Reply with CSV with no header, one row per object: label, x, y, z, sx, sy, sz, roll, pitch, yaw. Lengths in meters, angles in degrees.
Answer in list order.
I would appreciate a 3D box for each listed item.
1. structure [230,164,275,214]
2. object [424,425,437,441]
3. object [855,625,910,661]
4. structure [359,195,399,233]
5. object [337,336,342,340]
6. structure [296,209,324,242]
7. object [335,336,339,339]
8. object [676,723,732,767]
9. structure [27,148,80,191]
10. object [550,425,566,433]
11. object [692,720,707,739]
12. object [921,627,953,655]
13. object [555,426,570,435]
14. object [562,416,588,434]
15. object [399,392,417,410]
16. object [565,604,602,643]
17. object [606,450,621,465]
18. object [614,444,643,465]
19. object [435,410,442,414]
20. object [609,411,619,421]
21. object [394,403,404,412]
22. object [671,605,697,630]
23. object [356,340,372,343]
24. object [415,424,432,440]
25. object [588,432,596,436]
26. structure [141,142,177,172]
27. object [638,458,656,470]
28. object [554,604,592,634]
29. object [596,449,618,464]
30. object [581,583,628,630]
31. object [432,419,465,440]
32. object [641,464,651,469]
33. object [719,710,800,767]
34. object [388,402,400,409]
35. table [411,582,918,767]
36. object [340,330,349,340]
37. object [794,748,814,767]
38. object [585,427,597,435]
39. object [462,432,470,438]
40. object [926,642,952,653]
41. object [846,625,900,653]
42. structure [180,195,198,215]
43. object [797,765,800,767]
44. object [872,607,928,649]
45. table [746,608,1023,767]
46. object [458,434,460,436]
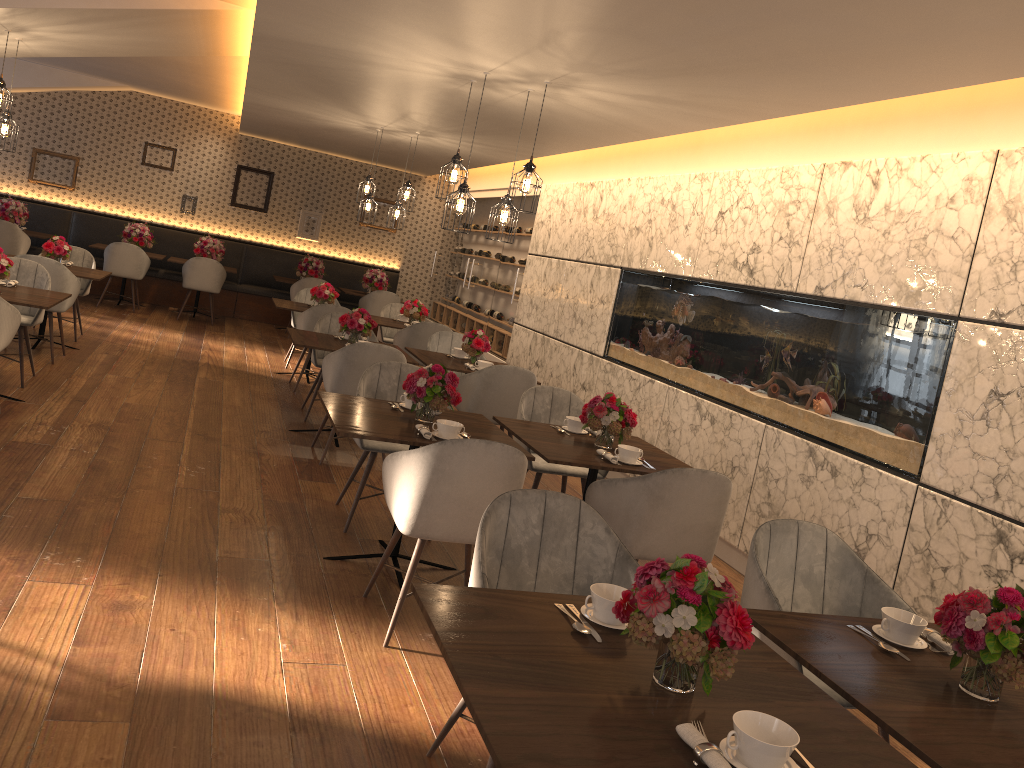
structure,-3.877,-2.911,13.227,0.542,0.630,0.035,10,5,-19
object,-0.370,0.221,4.000,0.025,0.024,0.194,10,8,-19
object,1.035,0.721,2.467,0.022,0.004,0.212,9,8,-19
structure,-2.055,-2.654,13.843,0.599,0.483,0.033,9,5,-19
object,-1.355,-0.361,6.961,0.022,0.004,0.212,9,8,-19
structure,-3.090,-2.421,13.542,0.339,0.438,0.035,10,5,-19
object,-1.389,-0.373,6.956,0.042,0.015,0.199,9,8,-23
object,0.358,0.677,1.620,0.056,0.039,0.177,9,8,-19
structure,-6.410,-3.000,12.389,0.599,0.483,0.033,9,5,-19
object,0.246,0.243,4.821,0.042,0.015,0.199,9,8,-23
object,0.386,0.687,1.641,0.025,0.024,0.194,10,8,-19
object,1.209,0.727,2.553,0.056,0.039,0.177,9,8,-19
object,0.280,0.255,4.826,0.022,0.004,0.212,9,8,-19
object,0.351,0.228,4.874,0.149,0.072,0.148,14,7,23
object,-0.505,0.092,4.578,0.149,0.072,0.148,14,7,23
object,0.178,0.586,2.172,0.022,0.004,0.212,9,8,-19
object,0.487,0.356,4.296,0.025,0.024,0.194,10,8,-19
object,0.569,0.347,4.311,0.149,0.072,0.148,14,7,23
object,-0.403,0.126,4.616,0.056,0.039,0.177,9,8,-19
object,0.504,0.157,4.505,0.048,0.052,0.077,7,8,-39
object,-0.577,0.119,4.531,0.022,0.004,0.212,9,8,-19
object,0.351,0.478,1.854,0.048,0.052,0.077,10,7,-14
object,-1.066,-0.269,6.445,0.148,0.072,0.149,6,9,-41
object,-0.397,0.211,3.979,0.056,0.039,0.177,9,8,-19
object,0.423,0.265,4.892,0.025,0.024,0.194,10,8,-19
structure,-5.093,-3.280,12.785,0.447,0.343,0.016,9,5,-19
object,0.662,0.388,4.367,0.042,0.015,0.199,9,8,-23
object,0.144,0.574,2.167,0.042,0.015,0.199,9,8,-23
object,0.459,0.346,4.275,0.056,0.039,0.177,9,8,-19
object,0.250,0.559,2.219,0.149,0.072,0.148,14,7,23
object,-0.288,0.211,4.015,0.149,0.072,0.148,14,7,23
object,0.626,0.387,4.363,0.022,0.004,0.212,9,8,-19
object,0.467,0.677,1.656,0.148,0.072,0.149,12,7,3
object,-0.611,0.107,4.526,0.042,0.015,0.199,9,8,-23
table,0.231,0.996,1.959,0.893,0.718,0.904,9,6,-19
object,-1.283,-0.388,7.008,0.148,0.072,0.149,6,9,-41
object,0.554,0.717,1.710,0.042,0.015,0.199,10,8,-15
object,0.454,0.261,4.912,0.056,0.039,0.177,9,8,-19
object,-0.194,0.252,4.072,0.042,0.015,0.199,9,8,-23
object,1.178,0.731,2.533,0.025,0.024,0.194,10,8,-19
object,1.008,0.710,2.465,0.042,0.015,0.199,10,8,-15
structure,-4.740,-2.625,12.989,0.215,0.276,0.018,10,5,-19
object,0.525,0.718,1.708,0.022,0.004,0.212,9,8,-19
object,1.106,0.694,2.515,0.149,0.072,0.148,14,7,23
table,1.125,1.137,2.267,0.893,0.718,0.904,9,6,-19
object,-0.230,0.251,4.067,0.022,0.004,0.212,9,8,-19
